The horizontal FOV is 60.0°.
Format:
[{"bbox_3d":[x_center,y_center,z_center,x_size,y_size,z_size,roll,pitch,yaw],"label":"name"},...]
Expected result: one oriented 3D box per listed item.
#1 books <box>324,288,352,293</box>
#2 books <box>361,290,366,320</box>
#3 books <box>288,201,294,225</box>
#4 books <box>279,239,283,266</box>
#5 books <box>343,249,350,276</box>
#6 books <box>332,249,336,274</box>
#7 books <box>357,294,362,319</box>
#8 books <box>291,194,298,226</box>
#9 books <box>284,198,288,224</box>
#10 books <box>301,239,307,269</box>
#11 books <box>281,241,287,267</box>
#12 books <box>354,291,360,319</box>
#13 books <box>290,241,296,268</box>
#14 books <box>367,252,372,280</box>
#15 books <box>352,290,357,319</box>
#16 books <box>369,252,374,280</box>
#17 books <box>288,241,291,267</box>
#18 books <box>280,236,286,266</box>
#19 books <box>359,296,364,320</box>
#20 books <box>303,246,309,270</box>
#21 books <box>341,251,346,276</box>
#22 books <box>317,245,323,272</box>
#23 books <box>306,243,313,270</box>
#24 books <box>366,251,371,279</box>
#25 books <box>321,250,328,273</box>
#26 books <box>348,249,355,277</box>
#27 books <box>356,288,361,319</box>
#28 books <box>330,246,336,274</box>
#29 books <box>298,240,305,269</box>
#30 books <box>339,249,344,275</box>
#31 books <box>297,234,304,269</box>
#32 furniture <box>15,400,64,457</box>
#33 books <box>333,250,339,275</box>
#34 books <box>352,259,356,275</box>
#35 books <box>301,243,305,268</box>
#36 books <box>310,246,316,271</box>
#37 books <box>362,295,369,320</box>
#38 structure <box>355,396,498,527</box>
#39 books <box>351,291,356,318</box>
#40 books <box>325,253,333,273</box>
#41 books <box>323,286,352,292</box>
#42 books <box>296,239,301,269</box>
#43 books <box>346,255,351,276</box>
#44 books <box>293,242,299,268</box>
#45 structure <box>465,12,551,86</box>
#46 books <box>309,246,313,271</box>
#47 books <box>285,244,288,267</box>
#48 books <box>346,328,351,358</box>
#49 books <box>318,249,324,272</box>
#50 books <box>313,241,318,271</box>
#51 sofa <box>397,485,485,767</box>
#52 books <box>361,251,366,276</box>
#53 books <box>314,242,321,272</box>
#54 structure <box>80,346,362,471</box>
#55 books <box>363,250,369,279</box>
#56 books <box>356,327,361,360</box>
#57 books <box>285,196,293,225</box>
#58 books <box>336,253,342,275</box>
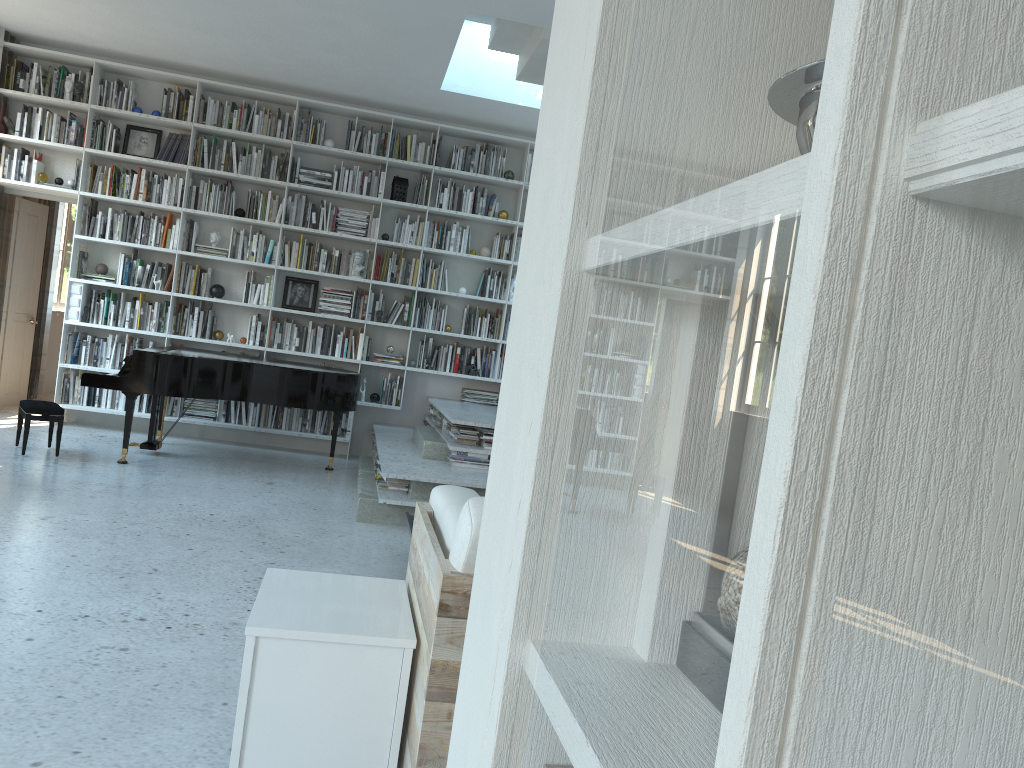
[{"bbox_3d":[-1.604,-0.857,8.154,0.254,0.012,0.160,8,2,-13],"label":"books"},{"bbox_3d":[-1.375,-0.729,8.196,0.011,0.280,0.186,8,3,-10],"label":"books"},{"bbox_3d":[-1.998,-1.531,8.047,0.027,0.228,0.147,8,3,-10],"label":"books"},{"bbox_3d":[-2.092,-1.185,8.051,0.012,0.254,0.160,8,3,-10],"label":"books"},{"bbox_3d":[-1.520,-1.109,8.144,0.025,0.259,0.150,8,3,-10],"label":"books"},{"bbox_3d":[-1.631,-1.112,8.126,0.010,0.234,0.174,8,2,-10],"label":"books"},{"bbox_3d":[-1.414,-0.711,8.210,0.013,0.232,0.134,8,3,-10],"label":"books"},{"bbox_3d":[-1.965,-1.560,8.033,0.026,0.297,0.179,8,3,-10],"label":"books"},{"bbox_3d":[-2.040,-1.549,8.033,0.012,0.254,0.160,8,3,-10],"label":"books"},{"bbox_3d":[-1.889,-1.170,8.068,0.010,0.281,0.170,8,3,-10],"label":"books"},{"bbox_3d":[-2.074,-1.173,8.063,0.011,0.235,0.141,8,3,-10],"label":"books"},{"bbox_3d":[-1.434,-0.726,8.199,0.013,0.256,0.162,8,3,-10],"label":"books"},{"bbox_3d":[-1.989,-1.168,8.074,0.026,0.248,0.139,8,3,-10],"label":"books"},{"bbox_3d":[-1.318,-1.083,8.195,0.014,0.261,0.137,8,3,-10],"label":"books"},{"bbox_3d":[-1.454,-0.730,8.184,0.011,0.261,0.184,8,3,-10],"label":"books"},{"bbox_3d":[-1.301,-1.083,8.205,0.023,0.265,0.107,8,3,-10],"label":"books"},{"bbox_3d":[-2.021,-1.169,8.059,0.042,0.242,0.162,8,3,-10],"label":"books"},{"bbox_3d":[-2.081,-1.198,8.061,0.010,0.282,0.140,8,3,-10],"label":"books"},{"bbox_3d":[-1.398,-0.701,8.211,0.021,0.217,0.132,8,3,-10],"label":"books"},{"bbox_3d":[-1.880,-1.143,8.095,0.024,0.228,0.147,8,3,-10],"label":"books"},{"bbox_3d":[-1.549,-1.099,8.159,0.025,0.230,0.142,8,3,-10],"label":"books"},{"bbox_3d":[-1.758,-1.138,8.116,0.011,0.252,0.130,8,3,-10],"label":"books"},{"bbox_3d":[-1.853,-1.155,8.105,0.028,0.259,0.134,8,3,-10],"label":"books"},{"bbox_3d":[-1.329,-1.087,8.180,0.014,0.266,0.153,8,3,-10],"label":"books"},{"bbox_3d":[-1.714,-1.113,8.113,0.030,0.215,0.168,8,2,-10],"label":"books"},{"bbox_3d":[-1.477,-1.103,8.162,0.024,0.259,0.126,8,3,-10],"label":"books"},{"bbox_3d":[-1.420,-0.740,8.200,0.011,0.288,0.152,8,3,-10],"label":"books"},{"bbox_3d":[-1.642,-1.126,8.127,0.014,0.259,0.161,8,3,-10],"label":"books"},{"bbox_3d":[-1.909,-1.165,8.050,0.015,0.267,0.189,8,3,-10],"label":"books"},{"bbox_3d":[-1.560,-1.107,8.119,0.012,0.245,0.185,8,2,-10],"label":"books"},{"bbox_3d":[-1.920,-1.192,8.046,0.014,0.318,0.187,8,3,-10],"label":"books"},{"bbox_3d":[-3.346,0.302,6.278,0.240,0.353,0.466,6,3,-35],"label":"furniture"},{"bbox_3d":[-1.611,-1.103,8.119,0.029,0.224,0.185,8,2,-10],"label":"books"},{"bbox_3d":[-1.452,-1.071,8.167,0.035,0.201,0.149,8,2,-10],"label":"books"},{"bbox_3d":[-1.904,-1.155,8.084,0.010,0.245,0.149,8,3,-10],"label":"books"},{"bbox_3d":[-1.815,-1.138,8.100,0.025,0.236,0.137,8,3,-10],"label":"books"},{"bbox_3d":[-1.355,-0.700,8.191,0.034,0.229,0.199,8,2,-10],"label":"books"},{"bbox_3d":[0.237,0.644,7.143,2.900,0.659,3.110,8,2,-10],"label":"structure"},{"bbox_3d":[-1.466,-0.729,8.184,0.012,0.254,0.160,8,3,-10],"label":"books"},{"bbox_3d":[-1.679,-1.101,8.132,0.050,0.199,0.145,8,2,-10],"label":"books"},{"bbox_3d":[-1.601,-0.869,8.151,0.254,0.012,0.160,8,2,-6],"label":"books"},{"bbox_3d":[-1.941,-1.180,8.088,0.010,0.284,0.136,8,3,-10],"label":"books"},{"bbox_3d":[-1.504,-1.081,8.166,0.022,0.207,0.114,8,3,-10],"label":"books"},{"bbox_3d":[-1.962,-1.160,8.073,0.029,0.240,0.155,8,3,-10],"label":"books"},{"bbox_3d":[0.676,-0.991,6.713,2.614,3.384,1.952,8,3,-10],"label":"structure"},{"bbox_3d":[-1.833,-1.136,8.089,0.012,0.228,0.169,8,2,-10],"label":"books"},{"bbox_3d":[-2.040,-1.154,8.045,0.053,0.209,0.156,8,2,-10],"label":"books"},{"bbox_3d":[-1.518,-0.382,8.219,0.010,0.284,0.131,8,3,-10],"label":"books"},{"bbox_3d":[-1.741,-1.118,8.107,0.024,0.216,0.175,8,2,-10],"label":"books"},{"bbox_3d":[-1.792,-1.159,8.095,0.013,0.284,0.176,8,3,-10],"label":"books"},{"bbox_3d":[0.814,0.779,2.456,2.195,0.855,0.870,8,2,-10],"label":"sofa"},{"bbox_3d":[-1.373,-1.090,8.178,0.025,0.260,0.130,8,3,-10],"label":"books"},{"bbox_3d":[-1.771,-1.147,8.085,0.028,0.268,0.189,8,3,-10],"label":"books"},{"bbox_3d":[-2.197,0.207,6.991,1.919,0.833,1.333,8,2,-10],"label":"structure"},{"bbox_3d":[-1.350,-1.096,8.193,0.025,0.279,0.108,8,3,-10],"label":"books"},{"bbox_3d":[-1.427,-0.378,8.227,0.011,0.300,0.149,8,3,-10],"label":"books"},{"bbox_3d":[-2.019,-1.553,8.026,0.026,0.267,0.170,8,3,-10],"label":"books"},{"bbox_3d":[-1.585,-1.088,8.127,0.029,0.200,0.178,8,2,-10],"label":"books"}]
